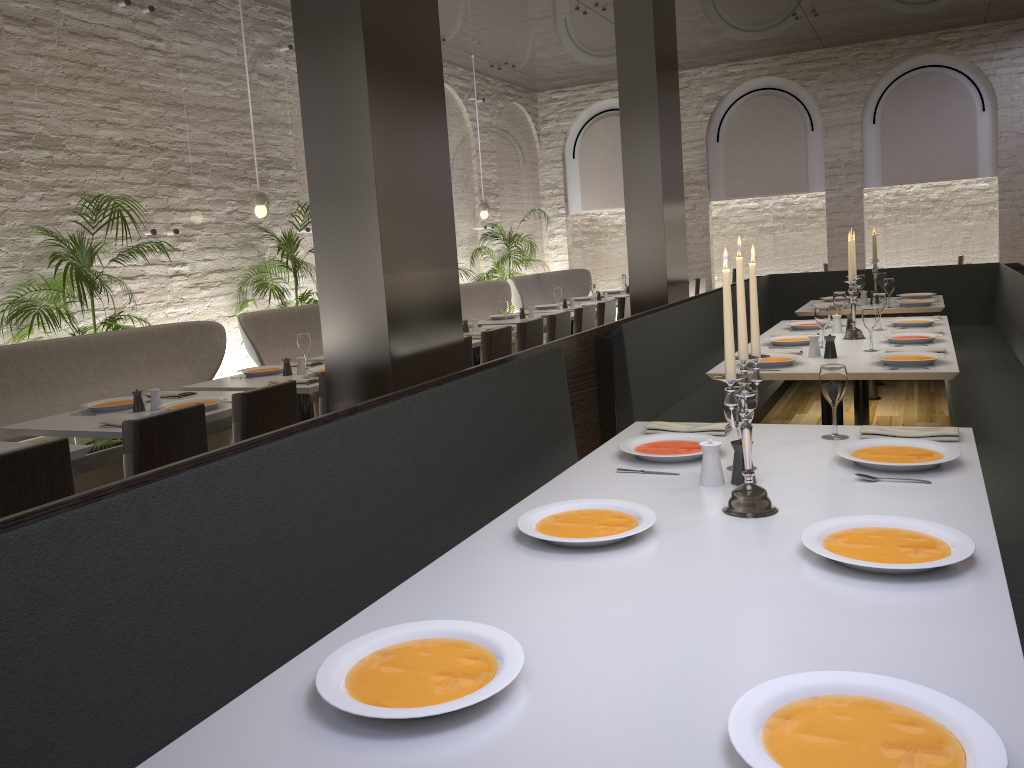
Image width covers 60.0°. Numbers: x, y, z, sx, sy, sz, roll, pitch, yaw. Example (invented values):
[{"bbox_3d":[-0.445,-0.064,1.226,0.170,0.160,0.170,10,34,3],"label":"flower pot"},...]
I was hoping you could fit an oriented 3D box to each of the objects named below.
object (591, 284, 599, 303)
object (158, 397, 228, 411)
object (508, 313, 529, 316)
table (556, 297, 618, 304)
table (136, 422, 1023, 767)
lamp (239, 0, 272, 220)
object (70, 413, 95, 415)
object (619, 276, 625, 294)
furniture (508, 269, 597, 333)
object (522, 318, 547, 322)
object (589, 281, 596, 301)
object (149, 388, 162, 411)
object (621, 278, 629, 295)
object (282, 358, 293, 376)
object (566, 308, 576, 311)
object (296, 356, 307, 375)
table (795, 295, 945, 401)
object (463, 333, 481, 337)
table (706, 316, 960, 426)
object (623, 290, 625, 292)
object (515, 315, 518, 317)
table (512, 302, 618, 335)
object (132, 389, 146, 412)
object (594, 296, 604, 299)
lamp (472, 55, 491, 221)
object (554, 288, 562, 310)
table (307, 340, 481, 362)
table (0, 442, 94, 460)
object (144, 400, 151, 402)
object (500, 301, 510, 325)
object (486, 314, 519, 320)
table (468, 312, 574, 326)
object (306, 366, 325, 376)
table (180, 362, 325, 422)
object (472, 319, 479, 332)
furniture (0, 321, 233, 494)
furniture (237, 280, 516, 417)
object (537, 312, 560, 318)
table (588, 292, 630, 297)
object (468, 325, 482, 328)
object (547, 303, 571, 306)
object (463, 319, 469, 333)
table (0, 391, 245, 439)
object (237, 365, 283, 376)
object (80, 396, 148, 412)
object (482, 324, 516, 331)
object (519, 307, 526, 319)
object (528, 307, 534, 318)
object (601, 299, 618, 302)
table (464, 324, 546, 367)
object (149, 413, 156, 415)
[{"bbox_3d":[0.912,-0.984,9.739,0.086,0.230,0.086,-9,8,-34],"label":"object"},{"bbox_3d":[-1.547,0.108,4.304,0.321,0.036,0.323,-4,9,3],"label":"object"},{"bbox_3d":[0.071,-0.706,8.995,0.273,0.033,0.143,0,9,25],"label":"object"},{"bbox_3d":[1.117,-0.633,10.619,0.936,0.756,1.016,0,9,25],"label":"table"},{"bbox_3d":[0.448,0.722,1.930,1.100,0.756,2.552,0,9,25],"label":"table"},{"bbox_3d":[-2.180,-2.387,7.366,0.178,2.031,0.178,-10,9,-43],"label":"lamp"},{"bbox_3d":[-2.113,0.148,4.372,0.185,0.010,0.017,0,9,25],"label":"object"},{"bbox_3d":[1.425,-1.277,11.439,0.086,0.230,0.086,-9,8,-34],"label":"object"},{"bbox_3d":[0.717,-0.915,11.553,0.707,1.092,2.598,-1,9,25],"label":"furniture"},{"bbox_3d":[0.244,-0.590,8.142,0.273,0.033,0.143,0,9,25],"label":"object"},{"bbox_3d":[0.952,-1.091,10.425,0.086,0.230,0.086,-9,8,-34],"label":"object"},{"bbox_3d":[-1.760,0.073,4.376,0.059,0.109,0.060,-2,7,17],"label":"object"},{"bbox_3d":[1.373,-1.166,10.725,0.086,0.230,0.086,-9,8,-34],"label":"object"},{"bbox_3d":[-1.367,-0.107,5.383,0.059,0.109,0.060,0,8,34],"label":"object"},{"bbox_3d":[0.714,-0.774,9.148,0.273,0.033,0.143,0,9,25],"label":"object"},{"bbox_3d":[-1.284,-0.114,5.395,0.059,0.109,0.060,0,8,34],"label":"object"},{"bbox_3d":[3.067,-0.308,7.539,1.100,0.756,1.194,0,9,25],"label":"table"},{"bbox_3d":[-0.247,-0.397,7.090,0.273,0.033,0.143,0,9,25],"label":"object"},{"bbox_3d":[1.995,0.114,5.242,1.100,0.756,2.552,0,9,25],"label":"table"},{"bbox_3d":[1.481,-1.261,12.016,0.273,0.033,0.143,0,9,25],"label":"object"},{"bbox_3d":[-0.018,-0.678,8.856,0.181,0.015,0.038,0,9,27],"label":"object"},{"bbox_3d":[0.654,-0.451,9.627,0.936,0.756,1.016,0,9,25],"label":"table"},{"bbox_3d":[-1.842,0.080,4.365,0.059,0.109,0.060,-2,7,17],"label":"object"},{"bbox_3d":[1.003,-1.073,10.992,0.273,0.033,0.143,0,9,25],"label":"object"},{"bbox_3d":[-0.415,-3.081,11.146,0.177,2.031,0.178,-4,6,4],"label":"lamp"},{"bbox_3d":[0.491,-0.910,9.439,0.086,0.230,0.086,-9,8,-34],"label":"object"},{"bbox_3d":[-0.794,0.119,6.526,0.936,0.756,1.016,0,9,25],"label":"table"},{"bbox_3d":[-2.283,0.704,3.337,0.936,0.756,1.016,0,9,25],"label":"table"},{"bbox_3d":[-1.961,0.086,4.696,0.181,0.015,0.038,0,9,27],"label":"object"},{"bbox_3d":[-0.056,-0.604,7.666,0.086,0.230,0.087,-7,7,-22],"label":"object"},{"bbox_3d":[-0.090,-0.656,8.695,0.321,0.036,0.323,-4,9,3],"label":"object"},{"bbox_3d":[0.185,-0.266,8.622,0.936,0.756,1.016,0,9,25],"label":"table"},{"bbox_3d":[-1.071,-0.079,5.322,0.322,0.036,0.322,-9,10,-29],"label":"object"},{"bbox_3d":[-1.283,0.311,5.480,0.936,0.756,1.016,0,9,25],"label":"table"},{"bbox_3d":[-0.309,-0.498,7.484,0.059,0.109,0.060,-2,7,17],"label":"object"},{"bbox_3d":[-2.773,0.458,4.079,0.708,1.092,4.499,-1,9,25],"label":"furniture"},{"bbox_3d":[-0.826,-0.308,8.249,0.708,1.092,4.499,-1,9,25],"label":"furniture"},{"bbox_3d":[0.396,-0.656,8.464,0.321,0.036,0.323,-4,9,3],"label":"object"},{"bbox_3d":[1.595,-0.821,11.644,0.936,0.756,1.016,0,9,25],"label":"table"},{"bbox_3d":[-0.421,-0.513,7.942,0.273,0.033,0.143,0,9,25],"label":"object"},{"bbox_3d":[0.540,-0.890,10.000,0.273,0.033,0.143,0,9,25],"label":"object"},{"bbox_3d":[-0.391,-0.491,7.473,0.059,0.109,0.060,-2,7,17],"label":"object"},{"bbox_3d":[-1.758,0.498,4.462,0.936,0.756,1.016,0,9,25],"label":"table"},{"bbox_3d":[-1.557,-0.079,5.553,0.322,0.036,0.322,-9,10,-29],"label":"object"},{"bbox_3d":[-2.032,0.108,4.534,0.321,0.036,0.323,-4,9,3],"label":"object"},{"bbox_3d":[-0.095,-0.463,7.412,0.321,0.036,0.323,-4,9,3],"label":"object"},{"bbox_3d":[0.100,-0.684,8.526,0.059,0.109,0.060,-2,7,17],"label":"object"},{"bbox_3d":[0.183,-0.692,8.537,0.059,0.109,0.060,-2,7,17],"label":"object"},{"bbox_3d":[1.176,-0.957,10.139,0.273,0.033,0.143,0,9,25],"label":"object"},{"bbox_3d":[-0.307,-0.073,7.570,0.936,0.756,1.016,0,9,25],"label":"table"},{"bbox_3d":[-1.627,0.146,4.142,0.181,0.015,0.038,0,9,27],"label":"object"}]
